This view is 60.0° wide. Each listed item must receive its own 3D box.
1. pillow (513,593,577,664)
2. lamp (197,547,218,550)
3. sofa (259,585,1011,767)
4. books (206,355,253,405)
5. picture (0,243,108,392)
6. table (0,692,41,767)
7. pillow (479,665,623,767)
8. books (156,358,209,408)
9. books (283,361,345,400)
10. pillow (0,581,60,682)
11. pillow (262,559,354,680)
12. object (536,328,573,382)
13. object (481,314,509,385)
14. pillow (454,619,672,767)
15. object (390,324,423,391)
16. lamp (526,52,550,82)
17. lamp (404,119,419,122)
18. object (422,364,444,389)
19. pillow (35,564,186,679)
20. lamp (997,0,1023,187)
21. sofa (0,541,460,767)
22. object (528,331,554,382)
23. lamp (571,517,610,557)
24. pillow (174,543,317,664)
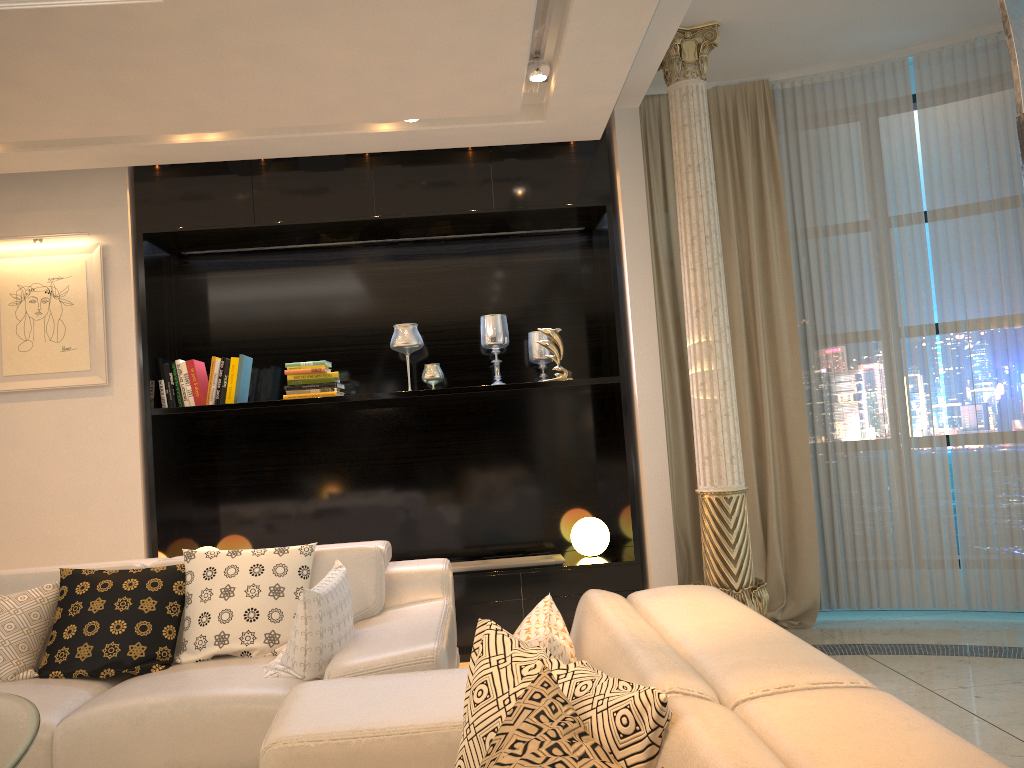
[{"bbox_3d":[0.032,0.657,1.798,0.222,0.380,0.463,-4,-3,2],"label":"pillow"},{"bbox_3d":[-1.645,0.984,4.777,0.213,0.214,0.212,-7,-4,37],"label":"lamp"},{"bbox_3d":[0.015,0.830,1.252,1.145,0.754,2.328,-4,-3,-3],"label":"sofa"},{"bbox_3d":[-1.513,-0.013,4.750,0.210,0.261,0.212,-4,-3,-3],"label":"books"},{"bbox_3d":[-2.373,-0.337,4.500,0.610,0.729,0.027,-4,-3,-3],"label":"picture"},{"bbox_3d":[-1.342,1.001,1.176,0.999,0.565,2.140,-4,-3,-4],"label":"table"},{"bbox_3d":[0.019,0.609,1.082,0.301,0.436,0.575,-4,-3,3],"label":"pillow"},{"bbox_3d":[-1.744,-0.001,4.735,0.240,0.270,0.208,-4,-3,-3],"label":"books"},{"bbox_3d":[-1.070,-0.013,4.793,0.296,0.197,0.260,-4,-3,0],"label":"books"},{"bbox_3d":[-1.896,0.910,3.163,0.521,0.329,0.351,-4,-3,-3],"label":"pillow"},{"bbox_3d":[-0.688,0.792,3.021,0.281,0.325,0.521,-5,-3,7],"label":"pillow"},{"bbox_3d":[0.225,-0.156,4.762,0.182,0.293,0.116,-4,-3,-6],"label":"object"},{"bbox_3d":[-0.090,-0.172,5.004,0.156,0.426,0.156,-4,-3,2],"label":"object"},{"bbox_3d":[0.078,0.629,1.403,0.288,0.429,0.587,-2,-4,-28],"label":"pillow"},{"bbox_3d":[-0.573,-0.134,4.879,0.181,0.381,0.181,-4,-3,-9],"label":"object"},{"bbox_3d":[0.110,-1.381,3.853,0.107,0.127,0.107,-3,-4,-21],"label":"lamp"},{"bbox_3d":[-0.480,-1.306,4.192,0.107,0.127,0.107,-3,-4,-21],"label":"lamp"},{"bbox_3d":[-0.434,-0.031,4.867,0.119,0.154,0.119,-5,-3,7],"label":"object"},{"bbox_3d":[-1.443,0.844,3.197,0.524,0.355,0.323,-4,-3,-2],"label":"pillow"},{"bbox_3d":[-0.161,-0.042,1.296,2.009,2.519,0.393,-4,-3,-3],"label":"lamp"},{"bbox_3d":[-1.365,1.042,3.142,2.328,0.754,1.145,-4,-3,-3],"label":"sofa"},{"bbox_3d":[0.172,-0.135,5.006,0.147,0.317,0.147,-4,-3,-1],"label":"object"},{"bbox_3d":[0.430,0.839,4.877,0.213,0.214,0.212,-1,-5,-42],"label":"lamp"},{"bbox_3d":[-0.990,0.801,3.263,0.526,0.399,0.255,-4,-3,-3],"label":"pillow"}]
